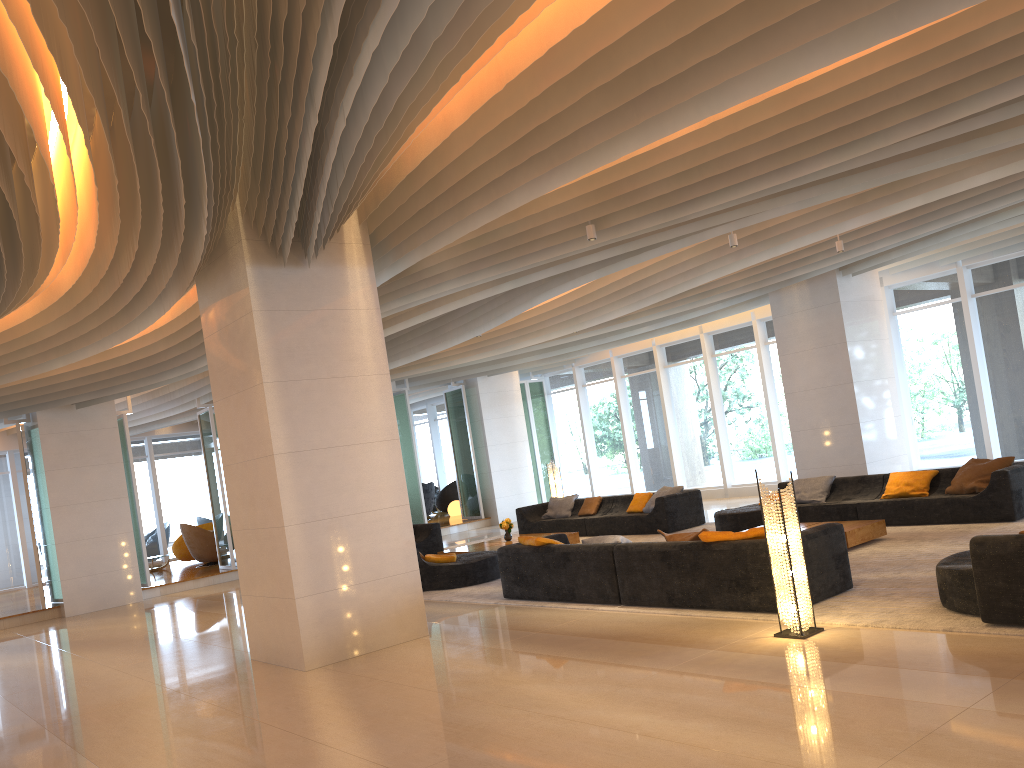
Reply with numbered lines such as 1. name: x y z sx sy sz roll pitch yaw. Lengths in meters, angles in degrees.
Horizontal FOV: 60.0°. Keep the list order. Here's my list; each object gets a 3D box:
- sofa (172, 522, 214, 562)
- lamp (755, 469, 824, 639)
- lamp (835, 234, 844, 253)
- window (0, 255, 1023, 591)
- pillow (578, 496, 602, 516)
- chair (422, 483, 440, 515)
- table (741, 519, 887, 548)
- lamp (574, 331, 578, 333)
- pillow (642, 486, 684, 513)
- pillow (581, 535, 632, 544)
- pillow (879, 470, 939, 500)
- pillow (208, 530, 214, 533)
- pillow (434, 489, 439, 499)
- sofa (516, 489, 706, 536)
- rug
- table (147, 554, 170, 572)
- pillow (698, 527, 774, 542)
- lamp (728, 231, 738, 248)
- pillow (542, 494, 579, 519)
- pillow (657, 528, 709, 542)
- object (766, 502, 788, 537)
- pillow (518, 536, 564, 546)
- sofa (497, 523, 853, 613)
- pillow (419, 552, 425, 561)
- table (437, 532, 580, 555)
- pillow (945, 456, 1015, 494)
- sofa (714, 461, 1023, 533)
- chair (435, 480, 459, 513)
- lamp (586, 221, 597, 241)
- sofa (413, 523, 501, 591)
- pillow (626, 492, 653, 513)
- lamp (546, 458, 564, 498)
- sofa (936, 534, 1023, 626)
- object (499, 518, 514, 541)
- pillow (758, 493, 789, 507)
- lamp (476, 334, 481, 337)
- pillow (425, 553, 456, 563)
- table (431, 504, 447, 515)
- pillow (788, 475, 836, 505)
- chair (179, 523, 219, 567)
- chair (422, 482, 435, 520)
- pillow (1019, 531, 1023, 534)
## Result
1. sofa: -7.031 3.769 21.747 1.097 0.899 2.598 -11 -5 41
2. lamp: 1.943 1.178 6.293 0.253 1.196 0.247 -8 -2 -39
3. lamp: 4.096 -2.436 11.373 0.088 1.504 0.090 -10 -1 42
4. window: 4.694 0.161 14.493 54.083 3.214 22.359 -10 -5 16
5. pillow: 1.384 2.165 15.706 0.326 0.312 0.403 -6 -4 -41
6. chair: -2.726 3.477 26.913 1.534 1.004 1.127 -7 -3 -26
7. table: 3.046 1.792 9.952 1.622 0.219 1.583 -5 -6 -39
8. lamp: 0.977 -1.633 15.351 0.089 1.504 0.089 -9 -1 6
9. pillow: 2.439 1.866 14.376 0.551 0.377 0.635 -8 -4 -17
10. pillow: 1.027 1.691 8.840 0.426 0.376 0.580 -6 -4 -37
11. pillow: 4.938 1.291 11.054 0.456 0.393 0.630 -6 -4 -39
12. pillow: -6.508 3.315 19.313 0.614 0.453 0.478 -11 -4 33
13. pillow: -2.442 3.356 27.118 0.506 0.408 0.462 -8 -3 -12
14. sofa: 1.585 2.265 15.281 0.954 0.581 3.735 -6 -5 -39
15. rug: 2.870 1.953 10.200 5.587 0.022 16.040 -5 -6 -39
16. table: -8.345 4.144 20.252 1.093 0.318 0.810 -6 -5 -32
17. pillow: 1.973 1.377 7.498 0.632 0.377 0.554 -11 -4 29
18. lamp: 2.383 -2.286 9.985 0.088 1.504 0.090 -9 -1 24
19. pillow: 0.885 2.267 16.366 0.632 0.377 0.554 -11 -4 29
20. pillow: 1.647 1.492 8.039 0.450 0.409 0.595 -6 -4 -37
21. object: 2.940 1.492 9.782 0.238 0.376 0.264 -8 -2 -17
22. pillow: 0.419 1.777 9.487 0.551 0.377 0.635 -8 -4 -17
23. sofa: 1.331 1.757 8.575 0.954 0.581 3.735 -6 -5 -39
24. pillow: -1.326 2.247 11.751 0.333 0.310 0.419 -6 -4 -37
25. table: -0.056 2.592 13.925 1.622 0.219 1.583 -5 -6 -39
26. pillow: 5.503 1.076 10.451 0.551 0.377 0.635 -8 -4 -17
27. sofa: 4.411 1.514 11.383 1.370 0.581 4.097 -5 -6 -40
28. chair: -1.507 3.161 25.330 1.537 1.004 1.124 -6 -4 -36
29. lamp: 0.663 -2.137 8.580 0.088 1.504 0.090 -10 -1 42
30. sofa: -1.373 2.547 13.604 2.863 0.652 5.032 -5 -6 -39
31. pillow: 2.122 1.975 14.761 0.326 0.312 0.403 -7 -4 -37
32. lamp: 0.885 2.127 17.505 0.253 1.448 0.247 -8 -1 -39
33. sofa: 3.815 1.144 5.691 1.373 0.575 2.228 -5 -5 -39
34. object: -0.081 2.311 14.133 0.237 0.376 0.265 -8 -2 -7
35. pillow: 3.691 1.636 12.479 0.446 0.192 0.591 -10 -4 16
36. lamp: -0.640 -1.492 14.038 0.089 1.504 0.089 -9 -1 6
37. pillow: -0.937 2.284 11.660 0.411 0.135 0.417 -8 -4 -5
38. table: -1.998 3.650 26.143 1.093 0.318 0.810 -6 -5 -32
39. pillow: 4.080 1.493 12.147 0.468 0.416 0.657 -6 -4 -39
40. chair: -6.658 3.483 19.584 1.149 1.003 1.503 -7 -4 -31
41. chair: -2.630 3.221 23.952 1.126 1.003 1.535 -10 -4 24
42. pillow: 3.538 1.007 5.471 0.402 0.391 0.598 -7 -4 -36
